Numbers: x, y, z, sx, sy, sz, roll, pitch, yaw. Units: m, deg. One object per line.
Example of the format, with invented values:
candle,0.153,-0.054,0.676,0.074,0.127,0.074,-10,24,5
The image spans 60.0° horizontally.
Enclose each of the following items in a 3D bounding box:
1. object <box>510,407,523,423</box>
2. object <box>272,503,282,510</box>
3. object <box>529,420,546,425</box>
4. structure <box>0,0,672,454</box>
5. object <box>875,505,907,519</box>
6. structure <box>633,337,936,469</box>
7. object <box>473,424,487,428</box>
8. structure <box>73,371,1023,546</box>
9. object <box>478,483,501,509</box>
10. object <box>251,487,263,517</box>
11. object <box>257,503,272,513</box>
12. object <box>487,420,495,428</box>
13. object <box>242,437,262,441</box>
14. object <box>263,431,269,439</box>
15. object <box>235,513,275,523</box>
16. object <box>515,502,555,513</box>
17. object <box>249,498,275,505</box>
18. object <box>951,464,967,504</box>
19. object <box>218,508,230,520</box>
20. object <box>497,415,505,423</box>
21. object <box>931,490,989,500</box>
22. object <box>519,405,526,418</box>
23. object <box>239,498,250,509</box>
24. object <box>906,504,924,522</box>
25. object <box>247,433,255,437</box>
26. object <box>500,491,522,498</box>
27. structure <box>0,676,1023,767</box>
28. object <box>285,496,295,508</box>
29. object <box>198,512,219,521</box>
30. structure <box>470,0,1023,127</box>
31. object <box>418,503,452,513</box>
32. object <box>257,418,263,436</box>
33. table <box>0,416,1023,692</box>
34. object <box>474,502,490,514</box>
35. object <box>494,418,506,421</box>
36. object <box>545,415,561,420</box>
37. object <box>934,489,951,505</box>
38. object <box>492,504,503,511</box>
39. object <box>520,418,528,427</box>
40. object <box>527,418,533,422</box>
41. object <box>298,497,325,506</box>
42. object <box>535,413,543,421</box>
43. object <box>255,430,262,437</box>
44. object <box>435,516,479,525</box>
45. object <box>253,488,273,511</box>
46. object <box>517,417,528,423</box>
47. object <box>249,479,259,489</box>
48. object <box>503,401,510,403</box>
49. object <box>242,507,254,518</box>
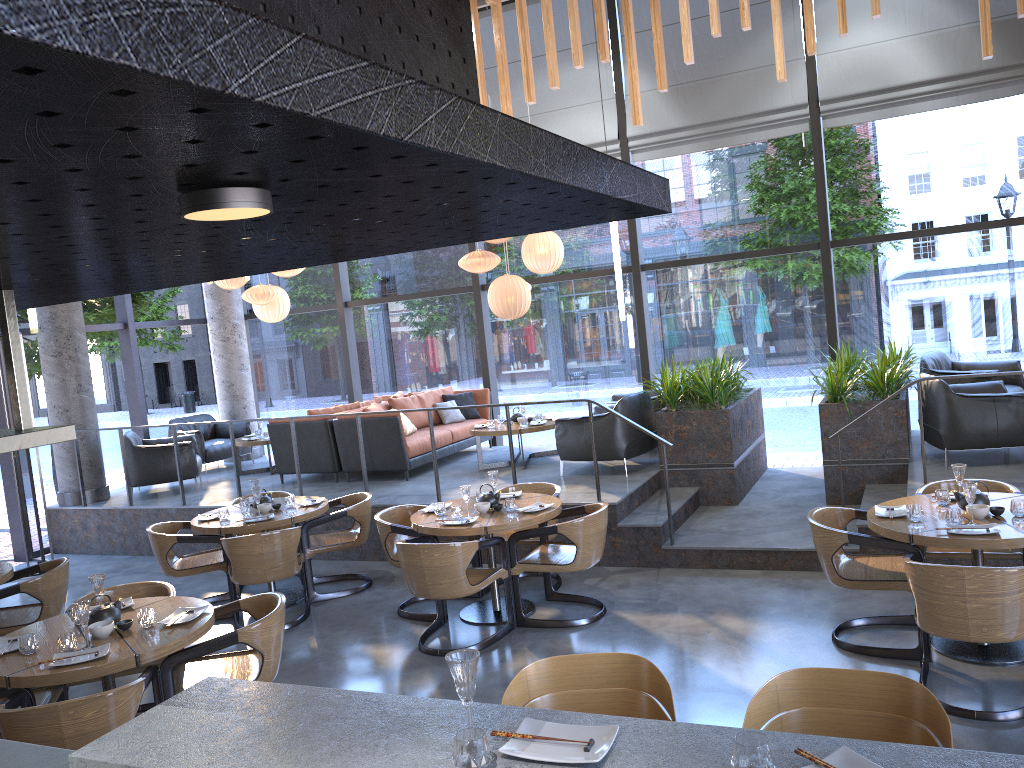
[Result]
object,0.058,0.336,9.769,0.163,0.179,0.168,-7,4,-9
object,-1.926,1.007,7.266,0.080,0.042,0.080,-5,4,10
object,0.275,0.419,9.389,0.170,0.025,0.294,-6,4,5
structure,-4.594,-0.446,1.639,8.600,2.382,4.958,-4,4,25
object,2.177,0.740,5.095,0.170,0.025,0.294,-4,4,22
structure,-3.158,1.161,6.505,15.715,1.608,4.306,-8,5,-27
object,-0.333,0.462,9.671,0.170,0.025,0.294,-6,4,5
structure,-1.542,-0.165,3.251,11.718,4.117,9.054,-4,4,25
object,-0.168,0.812,6.444,0.163,0.179,0.168,-7,4,-11
object,-2.012,0.939,7.026,0.082,0.227,0.082,-10,6,-44
object,-2.005,1.010,7.188,0.116,0.065,0.116,-6,4,-7
object,-0.226,0.431,9.516,0.086,0.086,0.086,-4,5,29
object,-3.179,0.675,10.874,0.170,0.025,0.294,-9,5,-40
object,-2.998,0.627,10.841,0.086,0.086,0.086,-7,4,-16
object,-1.995,1.050,6.884,0.294,0.025,0.170,-7,4,-17
object,0.145,0.874,6.211,0.170,0.025,0.294,-2,6,44
object,-2.203,1.018,7.644,0.294,0.025,0.170,-8,5,-29
object,2.620,0.585,5.185,0.082,0.227,0.082,-10,6,-44
object,-2.291,1.038,7.053,0.086,0.086,0.086,-9,5,-34
object,-0.127,0.393,9.901,0.086,0.086,0.086,-8,5,-27
object,2.673,0.672,5.318,0.294,0.025,0.170,-5,4,10
object,0.125,0.329,9.433,0.082,0.227,0.082,-8,4,-22
object,-2.247,1.005,7.456,0.086,0.086,0.086,-8,5,-27
object,2.235,0.716,4.915,0.086,0.086,0.086,-9,5,-40
object,-3.301,0.654,11.347,0.170,0.025,0.294,-5,4,15
object,-0.079,0.856,6.790,0.294,0.025,0.170,-5,4,10
structure,-2.621,1.610,0.879,8.945,1.400,4.889,-4,4,25
object,-1.825,0.973,7.281,0.086,0.086,0.086,-3,5,33
object,-2.447,1.078,7.156,0.170,0.025,0.294,-7,4,-17
structure,-1.272,-0.948,2.920,10.399,5.894,10.127,-4,4,25
object,-0.575,0.924,6.566,0.170,0.025,0.294,-4,4,22
object,-3.190,0.544,11.283,0.082,0.227,0.082,-8,5,-27
table,0.186,1.127,6.595,10.659,0.968,6.876,-4,4,25
object,-0.209,0.884,6.311,0.116,0.065,0.116,-7,4,-13
object,-0.083,0.406,10.088,0.294,0.025,0.170,-8,5,-29
object,0.452,0.372,9.777,0.170,0.025,0.294,-6,4,5
object,2.522,0.666,5.199,0.086,0.086,0.086,-5,4,7
object,-0.099,0.883,6.322,0.080,0.042,0.080,-9,5,-41
object,0.124,0.406,9.353,0.086,0.086,0.086,-4,5,29
object,0.194,0.396,9.711,0.080,0.042,0.080,-5,4,10
object,-1.667,0.984,7.332,0.170,0.025,0.294,-6,4,5
object,0.295,0.361,9.726,0.086,0.086,0.086,-4,5,29
object,-3.201,0.624,11.184,0.086,0.086,0.086,-5,4,17
object,-0.392,0.940,6.072,0.294,0.025,0.170,-4,4,22
object,-2.062,0.948,7.324,0.163,0.179,0.168,-7,4,-9
object,0.115,0.398,9.633,0.116,0.065,0.116,-9,5,-35
object,-2.168,0.921,7.510,0.082,0.227,0.082,-5,4,7
object,-0.048,0.310,9.955,0.082,0.227,0.082,-5,4,7
object,-2.086,1.020,7.007,0.086,0.086,0.086,-5,4,11
